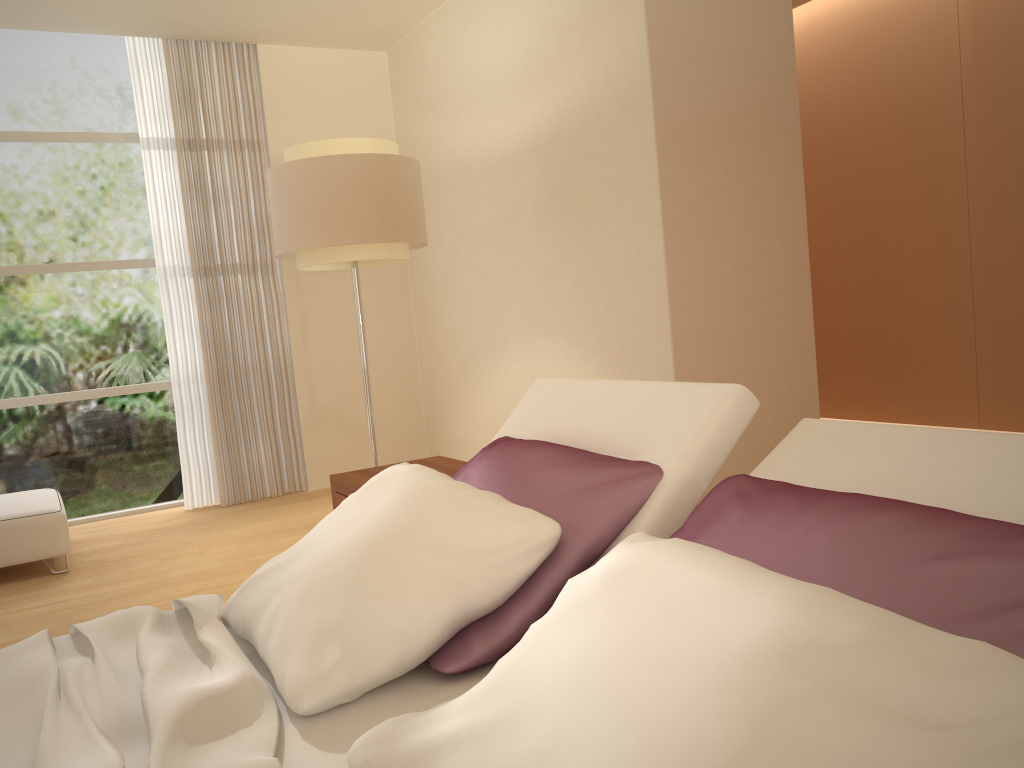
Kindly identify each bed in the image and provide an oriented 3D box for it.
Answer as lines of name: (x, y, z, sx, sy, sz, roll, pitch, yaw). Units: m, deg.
bed: (-0.686, 0.817, 1.133, 2.535, 0.570, 2.599, -8, 5, -29)

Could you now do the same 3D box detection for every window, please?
window: (-3.855, -0.633, 5.309, 4.781, 3.371, 0.071, -8, 5, -29)

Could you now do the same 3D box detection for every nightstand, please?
nightstand: (0.523, 0.657, 1.859, 0.493, 0.539, 4.220, -8, 5, -29)

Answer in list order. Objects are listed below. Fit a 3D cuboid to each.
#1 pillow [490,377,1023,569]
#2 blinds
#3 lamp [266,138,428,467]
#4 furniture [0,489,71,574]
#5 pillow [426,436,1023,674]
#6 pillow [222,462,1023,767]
pillow: (0.430, 0.241, 1.799, 0.461, 0.457, 1.779, -8, 5, -29)
blinds: (-1.983, -0.858, 5.985, 0.814, 3.351, 0.202, -8, 5, -30)
lamp: (-0.766, -0.188, 4.583, 0.817, 2.018, 0.817, -4, 5, 14)
furniture: (-2.924, 0.846, 4.760, 0.965, 0.346, 0.964, -8, 5, -29)
pillow: (0.156, 0.353, 1.640, 0.575, 0.369, 1.683, -8, 5, -29)
pillow: (-0.075, 0.400, 1.506, 0.561, 0.339, 1.720, -8, 5, -29)
